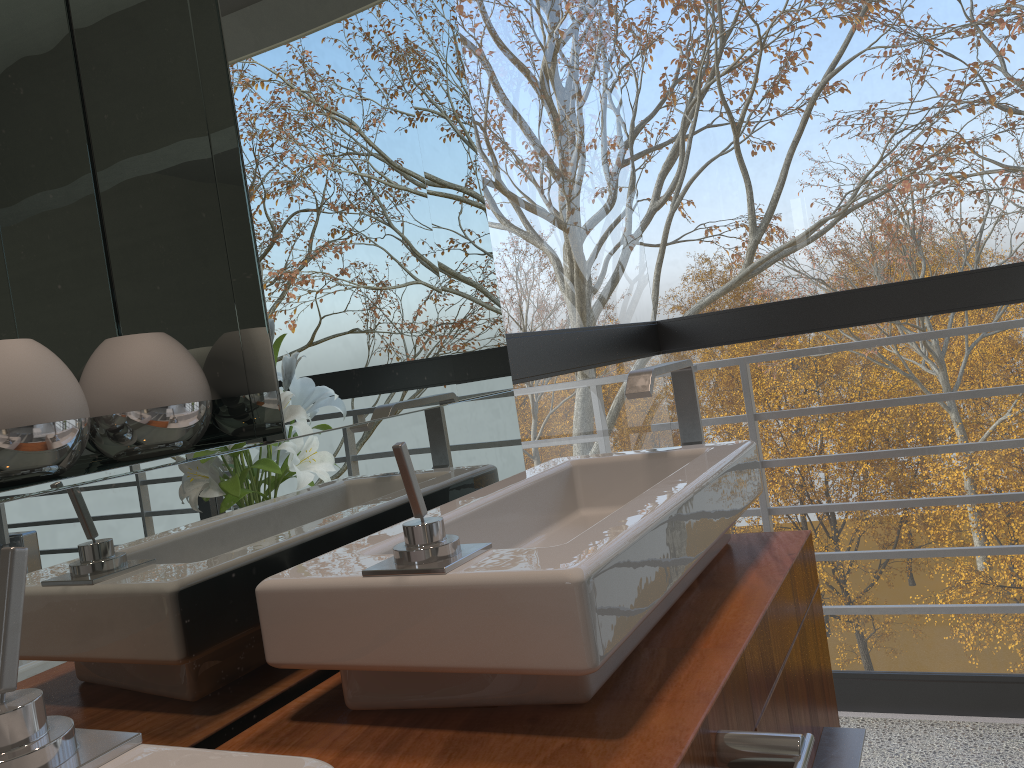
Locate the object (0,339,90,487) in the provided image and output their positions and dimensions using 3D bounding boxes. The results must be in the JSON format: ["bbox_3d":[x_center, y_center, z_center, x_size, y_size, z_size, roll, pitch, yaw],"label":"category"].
[{"bbox_3d":[-0.468,0.027,0.821,0.136,0.130,0.136,-9,1,-21],"label":"object"}]

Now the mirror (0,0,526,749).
[{"bbox_3d":[-0.562,-0.414,0.796,0.253,1.617,1.791,-8,1,26],"label":"mirror"}]

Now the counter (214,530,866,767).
[{"bbox_3d":[-0.056,0.676,0.619,0.524,0.704,1.849,-8,1,26],"label":"counter"}]

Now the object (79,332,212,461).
[{"bbox_3d":[-0.399,0.013,0.963,0.136,0.130,0.136,-9,1,-21],"label":"object"}]

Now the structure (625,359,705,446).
[{"bbox_3d":[0.325,0.456,1.485,0.069,0.988,0.303,-8,1,26],"label":"structure"}]

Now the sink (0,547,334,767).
[{"bbox_3d":[-0.399,0.249,0.173,0.352,0.266,0.751,-8,1,26],"label":"sink"}]

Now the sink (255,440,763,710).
[{"bbox_3d":[0.065,0.155,1.124,0.352,0.266,0.751,-8,1,26],"label":"sink"}]
